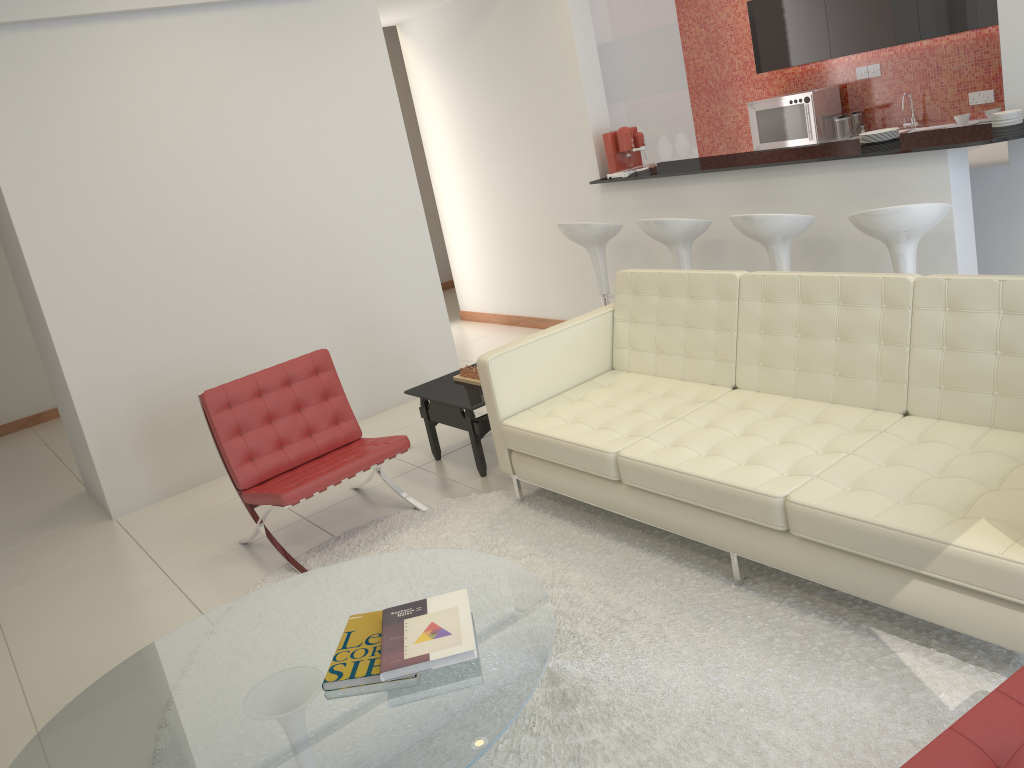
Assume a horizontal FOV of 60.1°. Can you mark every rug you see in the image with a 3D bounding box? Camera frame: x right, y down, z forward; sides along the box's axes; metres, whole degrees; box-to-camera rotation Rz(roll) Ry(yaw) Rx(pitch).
[{"bbox_3d":[0.117,0.938,2.920,2.466,0.004,3.343,-22,19,-31],"label":"rug"}]

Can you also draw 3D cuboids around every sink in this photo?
[{"bbox_3d":[3.319,-2.176,7.461,0.421,0.530,0.811,-21,18,-32],"label":"sink"}]

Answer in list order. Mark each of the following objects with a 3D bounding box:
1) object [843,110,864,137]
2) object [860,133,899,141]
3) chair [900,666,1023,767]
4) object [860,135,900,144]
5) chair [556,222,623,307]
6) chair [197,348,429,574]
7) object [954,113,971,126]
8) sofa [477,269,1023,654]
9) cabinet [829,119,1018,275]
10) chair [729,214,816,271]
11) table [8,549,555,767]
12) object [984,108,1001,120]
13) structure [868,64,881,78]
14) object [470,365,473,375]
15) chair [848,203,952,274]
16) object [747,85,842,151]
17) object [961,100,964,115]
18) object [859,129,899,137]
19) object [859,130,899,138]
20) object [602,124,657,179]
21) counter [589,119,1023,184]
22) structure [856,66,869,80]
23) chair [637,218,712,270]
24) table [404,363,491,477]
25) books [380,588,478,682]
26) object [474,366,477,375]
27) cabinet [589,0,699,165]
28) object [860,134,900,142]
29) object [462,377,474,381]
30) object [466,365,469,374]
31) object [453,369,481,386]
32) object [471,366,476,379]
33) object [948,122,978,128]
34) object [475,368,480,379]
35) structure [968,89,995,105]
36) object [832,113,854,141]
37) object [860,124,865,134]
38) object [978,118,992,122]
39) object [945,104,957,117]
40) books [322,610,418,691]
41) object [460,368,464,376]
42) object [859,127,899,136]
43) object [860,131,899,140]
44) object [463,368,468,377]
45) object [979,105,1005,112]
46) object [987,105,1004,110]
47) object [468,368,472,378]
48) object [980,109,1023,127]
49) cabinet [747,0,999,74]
[{"bbox_3d":[3.092,-2.349,7.988,0.172,0.213,0.173,-16,15,-14],"label":"object"},{"bbox_3d":[2.082,-1.396,5.013,0.210,0.015,0.213,-9,17,10],"label":"object"},{"bbox_3d":[1.126,0.713,1.533,0.705,0.806,0.710,-20,17,-27],"label":"chair"},{"bbox_3d":[2.084,-1.383,5.016,0.210,0.015,0.213,-9,17,10],"label":"object"},{"bbox_3d":[0.634,-0.677,6.190,0.467,1.008,0.460,-18,15,-22],"label":"chair"},{"bbox_3d":[-0.972,0.331,4.306,0.708,0.806,0.708,-23,18,-37],"label":"chair"},{"bbox_3d":[3.544,-2.073,6.964,0.121,0.083,0.122,-16,16,-13],"label":"object"},{"bbox_3d":[1.004,0.128,3.375,1.010,0.910,2.576,-22,19,-32],"label":"sofa"},{"bbox_3d":[2.771,-1.317,6.871,2.518,0.972,3.349,-22,19,-32],"label":"cabinet"},{"bbox_3d":[1.525,-0.498,4.957,0.467,1.008,0.460,-18,15,-22],"label":"chair"},{"bbox_3d":[-0.558,1.011,2.448,1.553,0.399,1.326,-23,19,-33],"label":"table"},{"bbox_3d":[3.764,-2.109,6.925,0.120,0.083,0.123,-6,16,21],"label":"object"},{"bbox_3d":[3.188,-2.755,7.786,0.009,0.103,0.114,-21,17,-32],"label":"structure"},{"bbox_3d":[-0.227,-0.079,4.943,0.030,0.049,0.030,-19,16,-25],"label":"object"},{"bbox_3d":[1.956,-0.413,4.366,0.457,1.008,0.471,0,19,41],"label":"chair"},{"bbox_3d":[2.633,-2.463,8.259,0.440,0.464,0.725,-22,18,-32],"label":"object"},{"bbox_3d":[3.564,-2.145,6.997,0.009,0.193,0.142,-6,16,25],"label":"object"},{"bbox_3d":[2.077,-1.416,5.008,0.210,0.015,0.213,-9,17,10],"label":"object"},{"bbox_3d":[2.079,-1.409,5.010,0.210,0.015,0.213,-9,17,10],"label":"object"},{"bbox_3d":[0.854,-1.634,6.159,0.324,0.332,0.322,-22,18,-32],"label":"object"},{"bbox_3d":[1.710,-1.386,5.345,0.743,0.019,2.977,-22,19,-32],"label":"counter"},{"bbox_3d":[3.116,-2.768,7.880,0.013,0.103,0.114,-21,17,-32],"label":"structure"},{"bbox_3d":[1.098,-0.584,5.549,0.467,1.008,0.460,-18,15,-22],"label":"chair"},{"bbox_3d":[-0.007,0.128,4.990,0.925,0.417,0.704,-22,19,-32],"label":"table"},{"bbox_3d":[-0.236,0.688,2.452,0.256,0.026,0.328,-13,16,-4],"label":"books"},{"bbox_3d":[-0.204,-0.075,4.911,0.030,0.049,0.030,-19,16,-25],"label":"object"},{"bbox_3d":[0.612,-1.877,7.580,1.067,2.491,1.643,-21,17,-32],"label":"cabinet"},{"bbox_3d":[2.083,-1.389,5.014,0.210,0.015,0.213,-9,17,10],"label":"object"},{"bbox_3d":[-0.085,-0.078,4.922,0.353,0.001,0.348,-23,19,-32],"label":"object"},{"bbox_3d":[-0.250,-0.084,4.976,0.030,0.049,0.030,-19,16,-25],"label":"object"},{"bbox_3d":[-0.083,-0.068,4.925,0.364,0.021,0.362,-23,19,-32],"label":"object"},{"bbox_3d":[-0.214,-0.066,4.855,0.030,0.068,0.030,-19,15,-25],"label":"object"},{"bbox_3d":[3.552,-2.036,6.973,0.218,0.014,0.222,-10,16,6],"label":"object"},{"bbox_3d":[-0.190,-0.059,4.823,0.030,0.063,0.030,-19,15,-25],"label":"object"},{"bbox_3d":[3.784,-2.309,7.136,0.017,0.098,0.199,-21,18,-32],"label":"structure"},{"bbox_3d":[2.933,-2.268,7.830,0.172,0.213,0.173,-16,15,-14],"label":"object"},{"bbox_3d":[3.114,-2.261,7.858,0.037,0.091,0.037,-21,16,-32],"label":"object"},{"bbox_3d":[3.772,-2.071,6.934,0.220,0.014,0.220,-21,18,-27],"label":"object"},{"bbox_3d":[3.502,-2.134,7.008,0.011,0.175,0.165,-17,15,-19],"label":"object"},{"bbox_3d":[-0.370,0.733,2.490,0.255,0.026,0.328,-10,16,6],"label":"books"},{"bbox_3d":[-0.281,-0.068,4.955,0.030,0.043,0.030,-19,16,-25],"label":"object"},{"bbox_3d":[2.076,-1.422,5.007,0.210,0.015,0.213,-9,17,10],"label":"object"},{"bbox_3d":[2.080,-1.402,5.011,0.210,0.015,0.213,-9,17,10],"label":"object"},{"bbox_3d":[-0.259,-0.067,4.921,0.030,0.051,0.030,-19,16,-25],"label":"object"},{"bbox_3d":[3.743,-2.145,6.899,0.234,0.008,0.008,-13,15,-4],"label":"object"},{"bbox_3d":[3.762,-2.155,6.919,0.234,0.008,0.008,-15,15,-9],"label":"object"},{"bbox_3d":[-0.235,-0.064,4.889,0.030,0.054,0.030,-19,16,-25],"label":"object"},{"bbox_3d":[2.518,-1.378,4.539,0.141,0.096,0.173,-25,20,-39],"label":"object"},{"bbox_3d":[3.322,-3.099,7.060,0.355,0.651,3.256,-21,18,-32],"label":"cabinet"}]
